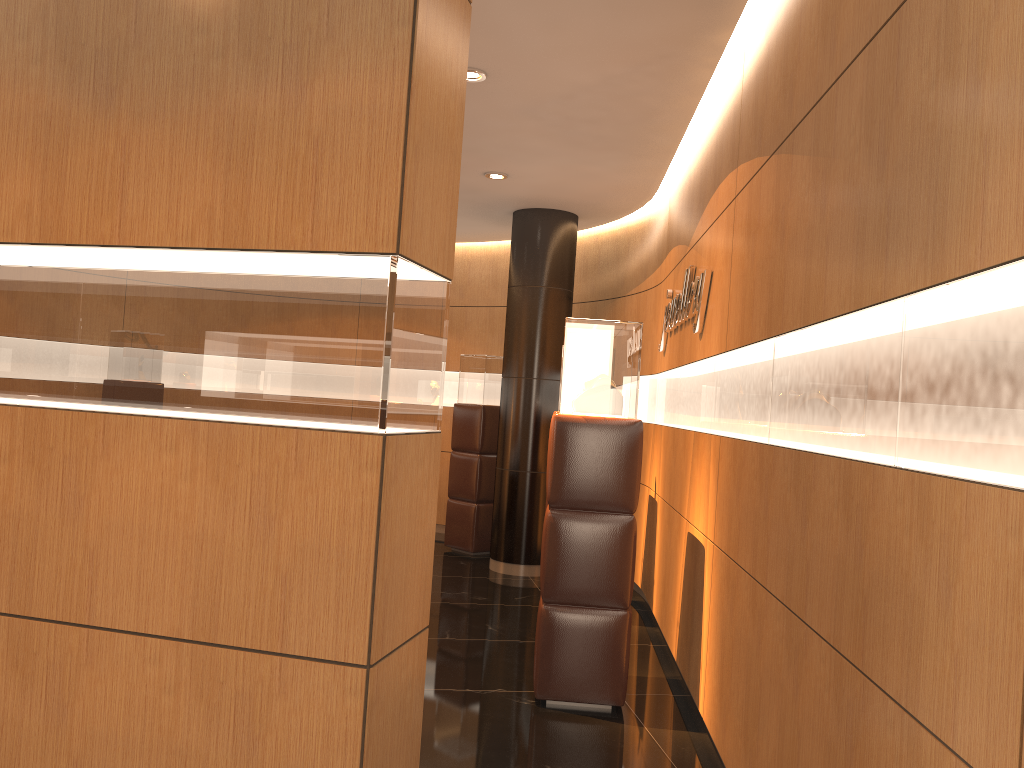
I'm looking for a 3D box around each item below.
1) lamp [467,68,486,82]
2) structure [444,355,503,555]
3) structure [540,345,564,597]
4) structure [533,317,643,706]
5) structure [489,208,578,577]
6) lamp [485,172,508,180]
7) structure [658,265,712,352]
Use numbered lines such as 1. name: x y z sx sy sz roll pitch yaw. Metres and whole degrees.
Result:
1. lamp: -0.225 -1.707 4.825 0.176 0.068 0.176 4 -1 -3
2. structure: -0.316 0.713 9.087 0.484 2.000 0.498 5 -2 -43
3. structure: 0.524 0.722 6.844 0.498 2.000 0.484 4 -1 3
4. structure: 0.423 0.654 4.765 0.498 1.968 0.484 4 -1 3
5. structure: 0.207 0.014 8.267 0.613 3.430 0.613 4 -1 7
6. lamp: -0.122 -1.655 6.936 0.176 0.068 0.176 4 -1 -3
7. structure: 1.101 -0.488 5.777 0.034 0.442 2.050 4 -1 3
